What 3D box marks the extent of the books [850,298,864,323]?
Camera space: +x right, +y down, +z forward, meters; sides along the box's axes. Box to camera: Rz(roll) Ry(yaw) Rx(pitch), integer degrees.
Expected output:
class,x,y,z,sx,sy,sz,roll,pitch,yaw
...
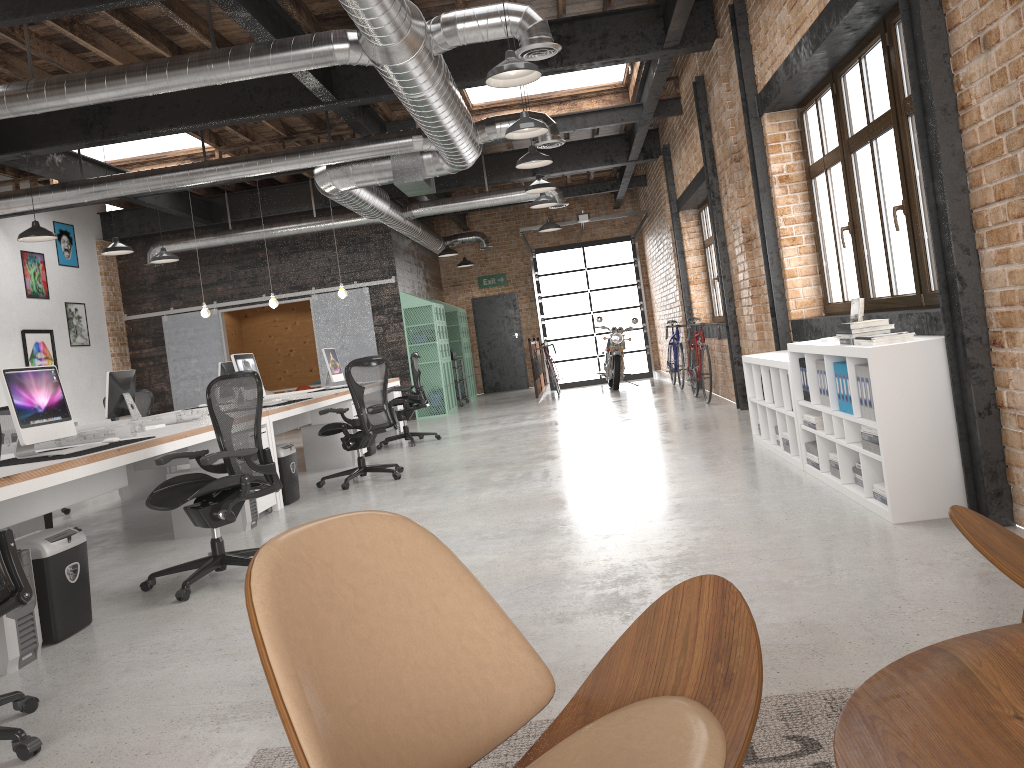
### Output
class,x,y,z,sx,sy,sz,roll,pitch,yaw
books,2.071,-0.403,5.319,0.065,0.224,0.161,-8,1,4

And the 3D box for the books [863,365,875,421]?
class,x,y,z,sx,sy,sz,roll,pitch,yaw
books,1.802,0.030,4.182,0.232,0.261,0.062,-8,0,4

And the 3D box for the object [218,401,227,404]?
class,x,y,z,sx,sy,sz,roll,pitch,yaw
object,-3.539,0.236,10.560,0.118,0.017,0.439,-8,3,4

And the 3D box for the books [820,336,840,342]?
class,x,y,z,sx,sy,sz,roll,pitch,yaw
books,1.868,-0.258,5.004,0.174,0.021,0.273,-8,3,4

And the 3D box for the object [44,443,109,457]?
class,x,y,z,sx,sy,sz,roll,pitch,yaw
object,-2.335,0.349,4.761,0.118,0.017,0.439,-8,3,4

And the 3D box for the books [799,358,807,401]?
class,x,y,z,sx,sy,sz,roll,pitch,yaw
books,1.897,-0.043,5.430,0.232,0.261,0.062,-8,0,4

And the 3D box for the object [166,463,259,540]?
class,x,y,z,sx,sy,sz,roll,pitch,yaw
object,-2.085,0.811,6.208,0.541,0.455,0.221,-8,0,4

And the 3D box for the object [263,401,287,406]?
class,x,y,z,sx,sy,sz,roll,pitch,yaw
object,-2.115,0.172,7.848,0.118,0.017,0.439,-8,3,4

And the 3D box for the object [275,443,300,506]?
class,x,y,z,sx,sy,sz,roll,pitch,yaw
object,-1.876,0.731,7.143,0.250,0.466,0.338,-8,1,4

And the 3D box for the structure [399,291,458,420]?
class,x,y,z,sx,sy,sz,roll,pitch,yaw
structure,-1.372,-0.531,14.873,0.556,2.100,1.119,-8,0,4

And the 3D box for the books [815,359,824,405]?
class,x,y,z,sx,sy,sz,roll,pitch,yaw
books,1.878,-0.023,5.069,0.232,0.261,0.062,-8,0,4

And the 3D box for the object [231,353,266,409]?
class,x,y,z,sx,sy,sz,roll,pitch,yaw
object,-2.364,-0.031,7.890,0.189,0.485,0.484,-8,1,4

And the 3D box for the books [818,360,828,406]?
class,x,y,z,sx,sy,sz,roll,pitch,yaw
books,1.873,-0.019,5.005,0.232,0.261,0.062,-8,0,4

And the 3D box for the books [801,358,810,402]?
class,x,y,z,sx,sy,sz,roll,pitch,yaw
books,1.893,-0.039,5.366,0.232,0.261,0.062,-8,0,4

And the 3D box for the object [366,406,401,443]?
class,x,y,z,sx,sy,sz,roll,pitch,yaw
object,-1.719,0.515,11.347,0.541,0.455,0.221,-8,0,4

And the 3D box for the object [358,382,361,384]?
class,x,y,z,sx,sy,sz,roll,pitch,yaw
object,-1.889,-0.013,10.935,0.106,0.028,0.059,-8,2,3

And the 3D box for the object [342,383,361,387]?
class,x,y,z,sx,sy,sz,roll,pitch,yaw
object,-1.919,0.013,10.608,0.118,0.017,0.439,-8,3,4

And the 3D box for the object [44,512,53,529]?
class,x,y,z,sx,sy,sz,roll,pitch,yaw
object,-3.957,1.010,7.227,0.250,0.466,0.338,-8,1,4

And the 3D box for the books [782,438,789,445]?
class,x,y,z,sx,sy,sz,roll,pitch,yaw
books,1.952,0.369,5.955,0.206,0.067,0.275,-8,3,5

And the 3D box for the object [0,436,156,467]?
class,x,y,z,sx,sy,sz,roll,pitch,yaw
object,-2.440,0.375,4.788,0.687,0.008,0.849,-8,3,5

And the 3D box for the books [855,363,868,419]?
class,x,y,z,sx,sy,sz,roll,pitch,yaw
books,1.811,0.022,4.310,0.232,0.261,0.062,-8,0,4

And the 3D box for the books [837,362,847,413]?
class,x,y,z,sx,sy,sz,roll,pitch,yaw
books,1.832,0.005,4.610,0.232,0.261,0.062,-8,0,4

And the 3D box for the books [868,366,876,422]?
class,x,y,z,sx,sy,sz,roll,pitch,yaw
books,1.797,0.034,4.118,0.232,0.261,0.062,-8,0,4

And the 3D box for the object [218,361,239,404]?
class,x,y,z,sx,sy,sz,roll,pitch,yaw
object,-3.352,-0.023,10.519,0.189,0.485,0.484,-8,1,4

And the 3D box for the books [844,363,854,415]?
class,x,y,z,sx,sy,sz,roll,pitch,yaw
books,1.823,0.013,4.481,0.232,0.261,0.062,-8,0,4

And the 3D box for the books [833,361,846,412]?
class,x,y,z,sx,sy,sz,roll,pitch,yaw
books,1.837,0.002,4.674,0.232,0.261,0.062,-8,0,4

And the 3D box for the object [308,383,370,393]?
class,x,y,z,sx,sy,sz,roll,pitch,yaw
object,-2.023,0.039,10.653,0.687,0.008,0.849,-8,3,3

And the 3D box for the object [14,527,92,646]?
class,x,y,z,sx,sy,sz,roll,pitch,yaw
object,-2.099,0.911,4.016,0.250,0.466,0.338,-8,1,4

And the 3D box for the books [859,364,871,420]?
class,x,y,z,sx,sy,sz,roll,pitch,yaw
books,1.807,0.026,4.247,0.232,0.261,0.062,-8,0,4

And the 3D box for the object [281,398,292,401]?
class,x,y,z,sx,sy,sz,roll,pitch,yaw
object,-2.086,0.146,8.174,0.106,0.028,0.059,-8,2,3

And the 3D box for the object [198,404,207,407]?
class,x,y,z,sx,sy,sz,roll,pitch,yaw
object,-3.570,0.249,10.234,0.106,0.028,0.059,-7,2,5

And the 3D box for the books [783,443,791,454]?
class,x,y,z,sx,sy,sz,roll,pitch,yaw
books,1.966,0.418,5.962,0.217,0.072,0.290,-8,3,4

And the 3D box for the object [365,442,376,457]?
class,x,y,z,sx,sy,sz,roll,pitch,yaw
object,-1.678,0.571,9.926,0.250,0.466,0.338,-8,1,4

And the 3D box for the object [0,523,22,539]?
class,x,y,z,sx,sy,sz,roll,pitch,yaw
object,-3.875,1.045,6.396,0.543,0.455,0.221,-8,0,4

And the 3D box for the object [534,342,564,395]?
class,x,y,z,sx,sy,sz,roll,pitch,yaw
object,0.759,-0.298,17.127,0.409,1.033,1.737,-8,2,11

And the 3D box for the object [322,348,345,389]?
class,x,y,z,sx,sy,sz,roll,pitch,yaw
object,-2.168,-0.190,10.650,0.189,0.485,0.484,-8,1,4

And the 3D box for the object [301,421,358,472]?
class,x,y,z,sx,sy,sz,roll,pitch,yaw
object,-1.871,0.638,9.211,0.541,0.455,0.221,-8,0,4

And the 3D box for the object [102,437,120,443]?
class,x,y,z,sx,sy,sz,roll,pitch,yaw
object,-2.305,0.323,5.087,0.106,0.028,0.059,-8,2,3

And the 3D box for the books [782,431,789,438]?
class,x,y,z,sx,sy,sz,roll,pitch,yaw
books,1.947,0.325,5.943,0.214,0.052,0.252,-8,3,4

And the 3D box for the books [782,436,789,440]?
class,x,y,z,sx,sy,sz,roll,pitch,yaw
books,1.951,0.343,5.947,0.219,0.039,0.260,-8,3,4

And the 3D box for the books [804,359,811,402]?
class,x,y,z,sx,sy,sz,roll,pitch,yaw
books,1.888,-0.035,5.302,0.232,0.261,0.062,-8,0,4

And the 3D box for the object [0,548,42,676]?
class,x,y,z,sx,sy,sz,roll,pitch,yaw
object,-2.267,0.958,3.650,0.541,0.455,0.221,-8,0,4

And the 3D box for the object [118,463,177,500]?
class,x,y,z,sx,sy,sz,roll,pitch,yaw
object,-3.693,0.898,8.954,0.543,0.455,0.221,-8,0,4

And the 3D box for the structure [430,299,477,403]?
class,x,y,z,sx,sy,sz,roll,pitch,yaw
structure,-1.154,-0.707,17.937,0.556,2.100,1.119,-8,0,4

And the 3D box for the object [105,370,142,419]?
class,x,y,z,sx,sy,sz,roll,pitch,yaw
object,-3.527,0.119,8.058,0.189,0.485,0.484,-8,1,4

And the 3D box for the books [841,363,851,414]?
class,x,y,z,sx,sy,sz,roll,pitch,yaw
books,1.828,0.009,4.546,0.232,0.261,0.062,-8,0,4

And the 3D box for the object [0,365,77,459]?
class,x,y,z,sx,sy,sz,roll,pitch,yaw
object,-2.584,0.146,4.803,0.189,0.485,0.484,-8,1,4

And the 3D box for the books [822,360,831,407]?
class,x,y,z,sx,sy,sz,roll,pitch,yaw
books,1.869,-0.016,4.941,0.232,0.261,0.062,-8,0,4

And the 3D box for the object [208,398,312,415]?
class,x,y,z,sx,sy,sz,roll,pitch,yaw
object,-2.219,0.197,7.893,0.687,0.008,0.849,-8,3,4

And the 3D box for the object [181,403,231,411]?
class,x,y,z,sx,sy,sz,roll,pitch,yaw
object,-3.433,0.236,10.532,0.687,0.008,0.849,-8,3,3
